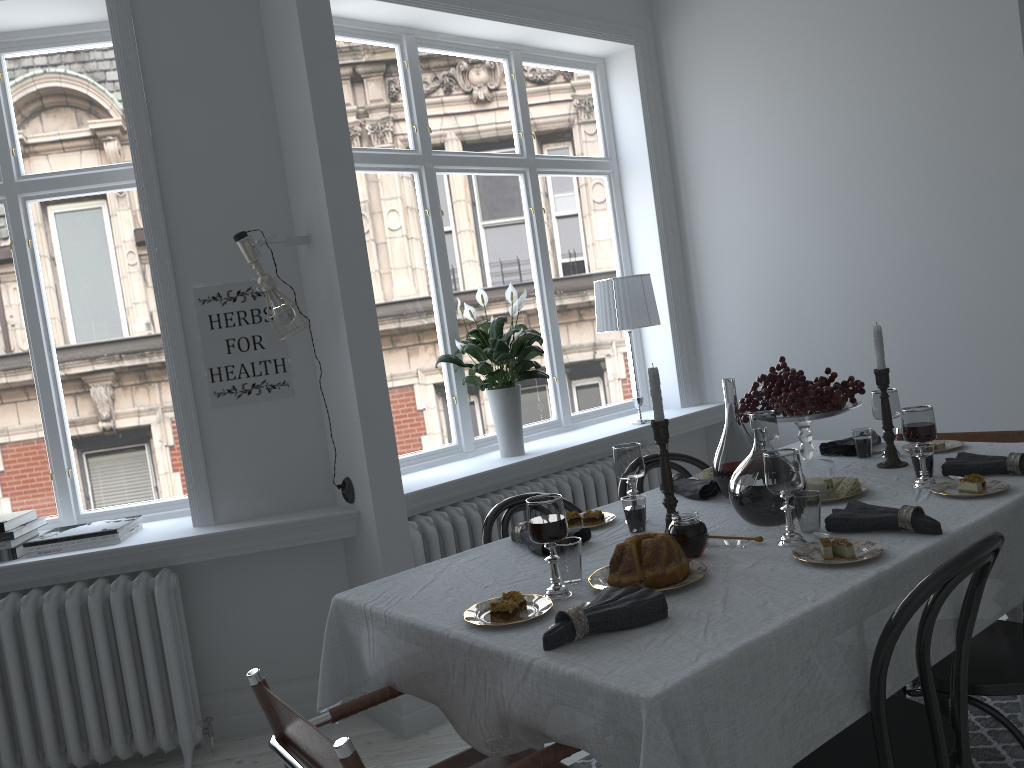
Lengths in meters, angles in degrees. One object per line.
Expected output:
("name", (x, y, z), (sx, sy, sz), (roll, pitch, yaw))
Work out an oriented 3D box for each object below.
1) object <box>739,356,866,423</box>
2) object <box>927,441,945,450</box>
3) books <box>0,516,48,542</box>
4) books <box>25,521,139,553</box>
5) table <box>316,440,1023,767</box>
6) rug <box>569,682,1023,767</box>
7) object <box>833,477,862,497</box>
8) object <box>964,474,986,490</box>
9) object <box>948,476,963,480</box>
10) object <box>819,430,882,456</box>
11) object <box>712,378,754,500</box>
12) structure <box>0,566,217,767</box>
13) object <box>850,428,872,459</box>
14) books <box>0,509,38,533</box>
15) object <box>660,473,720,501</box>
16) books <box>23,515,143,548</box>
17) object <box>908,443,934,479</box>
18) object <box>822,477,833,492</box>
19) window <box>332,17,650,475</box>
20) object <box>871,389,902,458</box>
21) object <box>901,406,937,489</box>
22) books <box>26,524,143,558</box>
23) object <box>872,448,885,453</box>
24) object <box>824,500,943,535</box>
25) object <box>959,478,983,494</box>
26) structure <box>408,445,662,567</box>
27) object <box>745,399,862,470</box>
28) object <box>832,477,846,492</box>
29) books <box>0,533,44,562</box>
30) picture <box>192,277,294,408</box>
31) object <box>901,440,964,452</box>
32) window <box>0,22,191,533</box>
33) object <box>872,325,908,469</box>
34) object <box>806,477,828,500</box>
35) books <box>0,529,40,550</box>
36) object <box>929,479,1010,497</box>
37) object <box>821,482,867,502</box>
("object", (0.944, 0.007, 2.879), (0.318, 0.215, 0.347), (-11, 5, -42))
("object", (1.370, 0.199, 2.871), (0.037, 0.021, 0.057), (-8, 4, -5))
("books", (-2.010, 0.574, 3.373), (0.351, 0.031, 0.287), (-8, 4, -5))
("books", (-1.640, 0.582, 3.401), (0.337, 0.019, 0.254), (-9, 4, -7))
("table", (0.724, 0.754, 2.370), (2.179, 0.842, 1.210), (-11, 4, -38))
("rug", (0.876, 1.153, 2.312), (2.166, 0.021, 1.701), (-11, 4, -37))
("object", (0.896, 0.275, 2.378), (0.078, 0.040, 0.039), (-10, 4, -30))
("object", (1.192, 0.251, 2.283), (0.051, 0.039, 0.036), (-6, 4, 35))
("object", (1.232, 0.254, 2.370), (0.031, 0.012, 0.131), (-11, 4, -37))
("object", (1.157, 0.200, 3.044), (0.165, 0.061, 0.247), (-6, 4, 34))
("object", (0.639, 0.158, 2.531), (0.152, 0.352, 0.152), (-12, 5, -44))
("structure", (-1.966, 1.156, 3.211), (1.673, 0.753, 0.245), (-8, 4, -5))
("object", (1.140, 0.194, 2.880), (0.066, 0.094, 0.066), (-9, 4, -16))
("books", (-2.026, 0.542, 3.366), (0.325, 0.038, 0.259), (-8, 4, -3))
("object", (0.532, 0.310, 2.697), (0.247, 0.061, 0.165), (-6, 4, 34))
("books", (-1.640, 0.564, 3.410), (0.341, 0.016, 0.274), (-8, 4, -4))
("object", (1.152, 0.216, 2.486), (0.066, 0.094, 0.066), (-9, 4, -16))
("object", (0.869, 0.286, 2.484), (0.077, 0.039, 0.040), (-11, 4, -35))
("window", (-0.108, -0.703, 4.454), (2.079, 2.080, 0.061), (-11, 5, -42))
("object", (1.206, 0.127, 2.845), (0.083, 0.215, 0.083), (-8, 4, 0))
("object", (1.101, 0.171, 2.387), (0.083, 0.215, 0.083), (-8, 4, 0))
("books", (-1.632, 0.600, 3.402), (0.343, 0.019, 0.254), (-8, 4, -5))
("object", (1.234, 0.217, 2.957), (0.131, 0.012, 0.031), (-11, 5, -42))
("object", (0.873, 0.301, 2.060), (0.247, 0.061, 0.165), (-6, 4, 34))
("object", (1.164, 0.258, 2.254), (0.021, 0.037, 0.057), (-10, 4, -24))
("structure", (0.182, 0.797, 4.073), (1.710, 0.753, 0.245), (-11, 5, -42))
("object", (0.955, 0.172, 2.889), (0.367, 0.188, 0.367), (-6, 4, 36))
("object", (0.907, 0.281, 2.440), (0.040, 0.040, 0.077), (-7, 4, 14))
("books", (-2.000, 0.641, 3.375), (0.351, 0.044, 0.259), (-8, 4, -3))
("picture", (-1.023, -0.158, 3.378), (0.311, 0.457, 0.003), (-8, 4, -5))
("object", (1.360, 0.204, 2.868), (0.182, 0.013, 0.182), (-8, 4, 5))
("window", (-2.247, -0.345, 3.598), (1.716, 2.080, 0.061), (-8, 4, -5))
("object", (1.129, 0.036, 2.688), (0.089, 0.432, 0.089), (-7, 4, 18))
("object", (0.826, 0.287, 2.422), (0.056, 0.056, 0.100), (-7, 4, 12))
("books", (-2.015, 0.606, 3.363), (0.328, 0.031, 0.259), (-9, 4, -7))
("object", (1.169, 0.269, 2.267), (0.182, 0.013, 0.182), (-7, 4, 10))
("object", (0.850, 0.301, 2.455), (0.251, 0.018, 0.251), (-8, 4, -5))
